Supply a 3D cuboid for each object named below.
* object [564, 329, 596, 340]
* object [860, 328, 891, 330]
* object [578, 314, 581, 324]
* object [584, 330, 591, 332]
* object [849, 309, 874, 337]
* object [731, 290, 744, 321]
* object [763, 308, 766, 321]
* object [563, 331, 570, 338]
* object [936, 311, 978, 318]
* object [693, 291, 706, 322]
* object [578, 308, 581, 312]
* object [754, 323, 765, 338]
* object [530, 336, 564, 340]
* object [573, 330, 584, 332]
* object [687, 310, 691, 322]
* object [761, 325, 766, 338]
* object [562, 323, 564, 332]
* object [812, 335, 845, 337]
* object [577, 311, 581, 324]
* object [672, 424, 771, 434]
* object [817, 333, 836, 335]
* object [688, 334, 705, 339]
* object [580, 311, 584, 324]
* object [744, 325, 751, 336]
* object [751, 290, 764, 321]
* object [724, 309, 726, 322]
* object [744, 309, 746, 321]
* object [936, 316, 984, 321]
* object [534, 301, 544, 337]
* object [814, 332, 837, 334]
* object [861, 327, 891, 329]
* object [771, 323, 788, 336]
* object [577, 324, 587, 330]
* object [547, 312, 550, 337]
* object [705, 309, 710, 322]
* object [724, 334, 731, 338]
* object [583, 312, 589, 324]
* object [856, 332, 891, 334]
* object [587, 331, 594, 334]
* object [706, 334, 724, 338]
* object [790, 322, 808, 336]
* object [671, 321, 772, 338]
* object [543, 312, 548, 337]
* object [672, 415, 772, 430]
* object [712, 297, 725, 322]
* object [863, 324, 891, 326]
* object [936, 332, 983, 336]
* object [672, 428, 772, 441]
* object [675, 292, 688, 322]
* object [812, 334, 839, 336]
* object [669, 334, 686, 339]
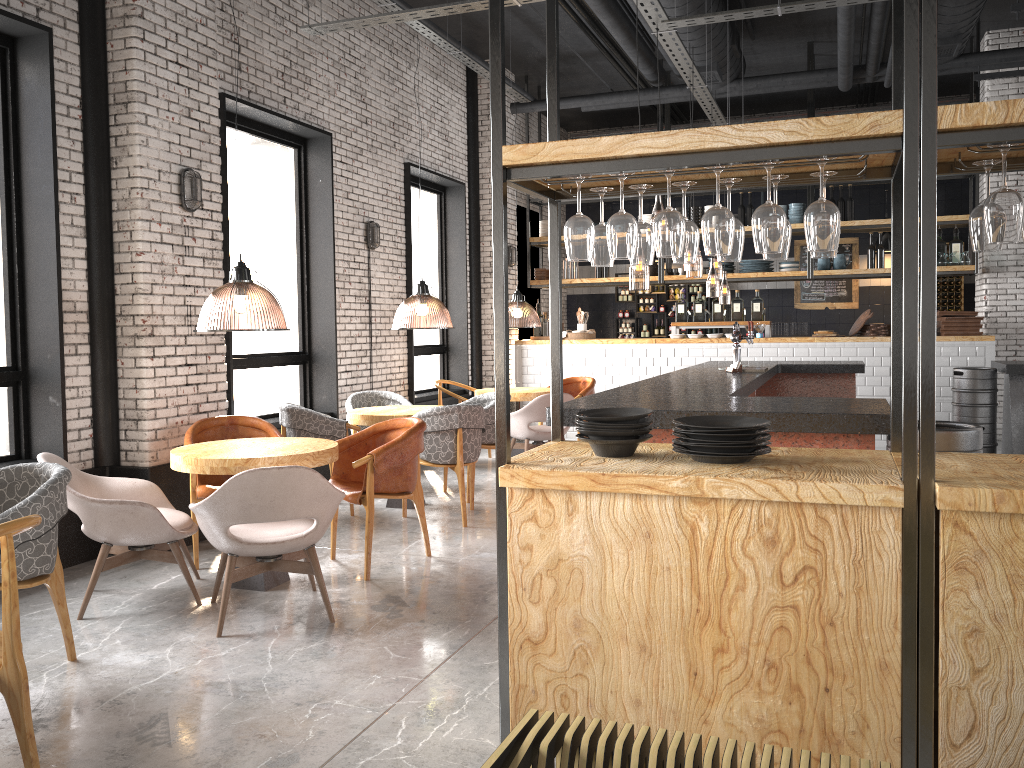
[{"bbox_3d":[0.921,-0.667,12.063,0.436,0.156,0.420,-1,3,-7],"label":"object"},{"bbox_3d":[4.452,-0.674,10.883,0.458,0.019,0.407,-3,4,-27],"label":"object"},{"bbox_3d":[0.939,-0.791,12.172,0.071,0.328,0.052,-2,3,-24],"label":"object"},{"bbox_3d":[1.037,-0.694,12.041,0.161,0.078,0.160,-2,3,-17],"label":"object"},{"bbox_3d":[4.263,-0.745,10.836,0.242,0.338,0.488,-1,3,6],"label":"object"},{"bbox_3d":[2.928,-1.014,11.514,0.154,0.404,0.154,0,3,20],"label":"object"},{"bbox_3d":[3.223,-0.886,11.325,0.061,0.163,0.034,-3,3,-37],"label":"object"},{"bbox_3d":[0.783,-0.666,12.061,0.283,0.110,0.187,-3,4,-33],"label":"object"},{"bbox_3d":[5.219,-0.814,10.471,0.406,0.094,0.637,0,4,18],"label":"object"},{"bbox_3d":[2.471,-1.018,11.679,0.154,0.404,0.154,0,3,20],"label":"object"},{"bbox_3d":[0.945,-0.909,12.225,0.017,0.289,0.090,-2,3,-33],"label":"object"},{"bbox_3d":[3.091,-0.670,11.075,0.128,0.189,0.123,1,3,29],"label":"object"},{"bbox_3d":[0.518,-0.640,12.369,0.411,0.050,0.412,0,4,19],"label":"object"},{"bbox_3d":[0.897,-0.687,11.959,0.160,0.078,0.161,-1,3,-2],"label":"object"},{"bbox_3d":[2.325,-0.894,11.661,0.032,0.163,0.080,-1,3,-8],"label":"object"},{"bbox_3d":[3.144,-0.666,11.191,0.122,0.165,0.112,-2,3,-15],"label":"object"},{"bbox_3d":[0.697,-0.750,12.457,0.056,0.248,0.056,-2,3,-17],"label":"object"},{"bbox_3d":[3.946,-0.593,10.995,0.458,0.019,0.407,-3,4,-28],"label":"object"},{"bbox_3d":[0.930,-0.824,12.203,0.087,0.355,0.026,1,3,43],"label":"object"},{"bbox_3d":[0.664,0.148,2.815,0.306,0.048,0.305,-4,5,-44],"label":"object"},{"bbox_3d":[3.911,-0.625,11.049,0.214,0.013,0.521,0,4,16],"label":"object"},{"bbox_3d":[2.359,-0.614,11.386,0.216,0.059,0.324,0,4,20],"label":"object"},{"bbox_3d":[0.959,-0.815,12.121,0.033,0.370,0.137,-1,3,-13],"label":"object"},{"bbox_3d":[2.992,-0.664,11.187,0.112,0.165,0.122,-3,3,-36],"label":"object"},{"bbox_3d":[3.163,-1.013,11.431,0.154,0.404,0.154,0,3,20],"label":"object"},{"bbox_3d":[2.772,-0.892,11.519,0.046,0.163,0.031,-3,3,-45],"label":"object"},{"bbox_3d":[2.996,-0.889,11.412,0.024,0.163,0.062,0,3,11],"label":"object"},{"bbox_3d":[5.290,-0.773,10.514,0.405,0.044,0.636,0,4,14],"label":"object"},{"bbox_3d":[0.368,-0.902,12.288,0.106,0.553,0.157,0,3,19],"label":"object"},{"bbox_3d":[3.919,-0.639,11.047,0.230,0.016,0.557,1,4,26],"label":"object"},{"bbox_3d":[4.477,-0.690,10.874,0.407,0.019,0.458,-3,4,-27],"label":"object"},{"bbox_3d":[3.383,-0.691,11.201,0.181,0.168,0.170,1,3,30],"label":"object"},{"bbox_3d":[0.966,-0.724,12.175,0.129,0.204,0.129,-3,3,-34],"label":"object"},{"bbox_3d":[0.532,-0.809,12.247,0.070,0.367,0.107,0,3,19],"label":"object"},{"bbox_3d":[2.554,-0.893,11.594,0.077,0.163,0.039,-2,3,-25],"label":"object"},{"bbox_3d":[2.803,-0.611,11.228,0.216,0.060,0.324,0,4,20],"label":"object"},{"bbox_3d":[0.995,-0.813,12.158,0.123,0.358,0.076,1,3,36],"label":"object"},{"bbox_3d":[4.470,-0.626,10.881,0.407,0.019,0.458,-4,5,-41],"label":"object"},{"bbox_3d":[1.039,-0.675,12.039,0.161,0.075,0.161,-2,4,-17],"label":"object"},{"bbox_3d":[2.591,-0.612,11.323,0.216,0.055,0.324,0,4,20],"label":"object"},{"bbox_3d":[3.628,-0.695,11.208,0.181,0.168,0.170,-1,3,0],"label":"object"},{"bbox_3d":[2.740,-0.540,11.610,1.250,0.551,0.315,0,3,20],"label":"object"},{"bbox_3d":[0.470,-0.809,12.269,0.070,0.367,0.107,0,3,19],"label":"object"},{"bbox_3d":[0.665,0.134,2.814,0.306,0.039,0.306,-1,4,3],"label":"object"},{"bbox_3d":[2.701,-1.017,11.602,0.154,0.404,0.154,0,3,20],"label":"object"},{"bbox_3d":[4.454,-0.722,10.881,0.458,0.019,0.407,-2,4,-23],"label":"object"},{"bbox_3d":[5.293,-0.596,10.522,0.405,0.044,0.636,0,4,16],"label":"object"},{"bbox_3d":[0.664,0.160,2.814,0.306,0.037,0.306,1,4,21],"label":"object"},{"bbox_3d":[2.256,-1.020,11.767,0.154,0.404,0.154,0,3,20],"label":"object"},{"bbox_3d":[3.920,-0.613,11.053,0.276,0.019,0.514,1,4,25],"label":"object"},{"bbox_3d":[2.145,-0.615,11.479,0.216,0.055,0.324,0,4,20],"label":"object"}]
